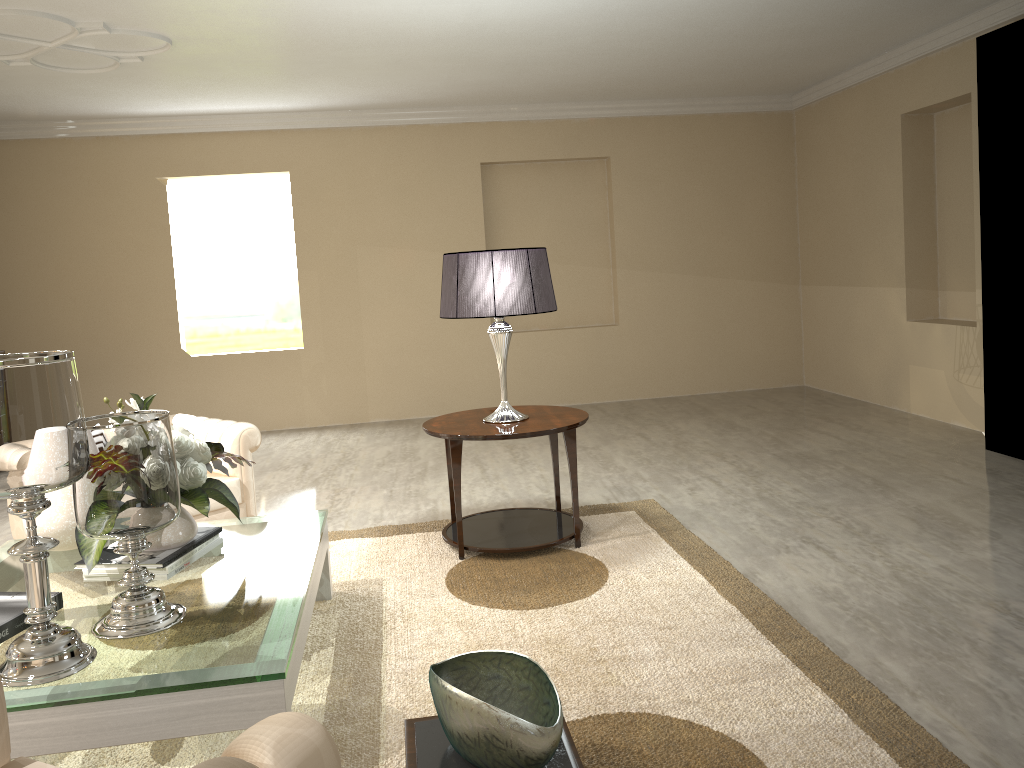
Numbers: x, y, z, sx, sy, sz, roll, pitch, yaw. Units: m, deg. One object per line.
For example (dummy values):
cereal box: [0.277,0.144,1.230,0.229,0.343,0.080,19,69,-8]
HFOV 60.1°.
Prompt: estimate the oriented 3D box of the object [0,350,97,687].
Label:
object: [-1.042,0.279,1.915,0.251,0.680,0.252,-4,5,-3]

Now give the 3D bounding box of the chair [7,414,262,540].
chair: [-1.559,0.467,3.615,0.734,0.549,0.853,2,9,42]

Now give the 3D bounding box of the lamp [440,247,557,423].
lamp: [-0.048,-0.196,3.570,0.475,0.679,0.475,-7,6,-32]

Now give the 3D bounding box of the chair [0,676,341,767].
chair: [-0.722,0.744,1.087,0.849,0.550,0.714,0,7,27]

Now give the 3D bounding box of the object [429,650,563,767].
object: [-0.037,0.645,1.731,0.196,0.177,0.376,-7,8,-32]

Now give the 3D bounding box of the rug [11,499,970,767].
rug: [-0.466,0.825,2.437,2.672,0.022,2.985,-5,7,-7]

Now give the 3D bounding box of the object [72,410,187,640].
object: [-0.927,0.331,2.151,0.236,0.503,0.237,-4,5,-10]

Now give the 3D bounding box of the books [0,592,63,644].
books: [-1.324,0.591,2.151,0.259,0.044,0.353,-2,7,10]

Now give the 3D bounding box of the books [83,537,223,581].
books: [-1.062,0.522,2.651,0.254,0.019,0.345,-3,7,8]

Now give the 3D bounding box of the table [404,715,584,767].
table: [-0.035,0.806,1.744,0.336,0.155,0.387,-5,7,-7]

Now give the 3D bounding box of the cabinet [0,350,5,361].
cabinet: [-3.253,0.261,5.055,0.428,0.809,0.828,-4,6,-7]

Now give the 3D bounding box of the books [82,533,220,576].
books: [-1.066,0.504,2.644,0.254,0.019,0.338,-3,7,6]

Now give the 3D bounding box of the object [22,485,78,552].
object: [-1.439,0.333,2.850,0.252,0.384,0.253,-5,5,-12]

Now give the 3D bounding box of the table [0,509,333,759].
table: [-1.071,0.732,2.420,1.057,0.343,1.306,-5,7,-7]

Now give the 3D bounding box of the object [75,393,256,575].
object: [-1.051,0.249,2.619,0.510,0.472,0.549,-4,6,-7]

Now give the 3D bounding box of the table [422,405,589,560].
table: [-0.011,0.389,3.615,0.674,0.496,0.677,-5,6,-10]

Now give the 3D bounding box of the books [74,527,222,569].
books: [-1.075,0.487,2.647,0.274,0.016,0.343,-2,8,10]
